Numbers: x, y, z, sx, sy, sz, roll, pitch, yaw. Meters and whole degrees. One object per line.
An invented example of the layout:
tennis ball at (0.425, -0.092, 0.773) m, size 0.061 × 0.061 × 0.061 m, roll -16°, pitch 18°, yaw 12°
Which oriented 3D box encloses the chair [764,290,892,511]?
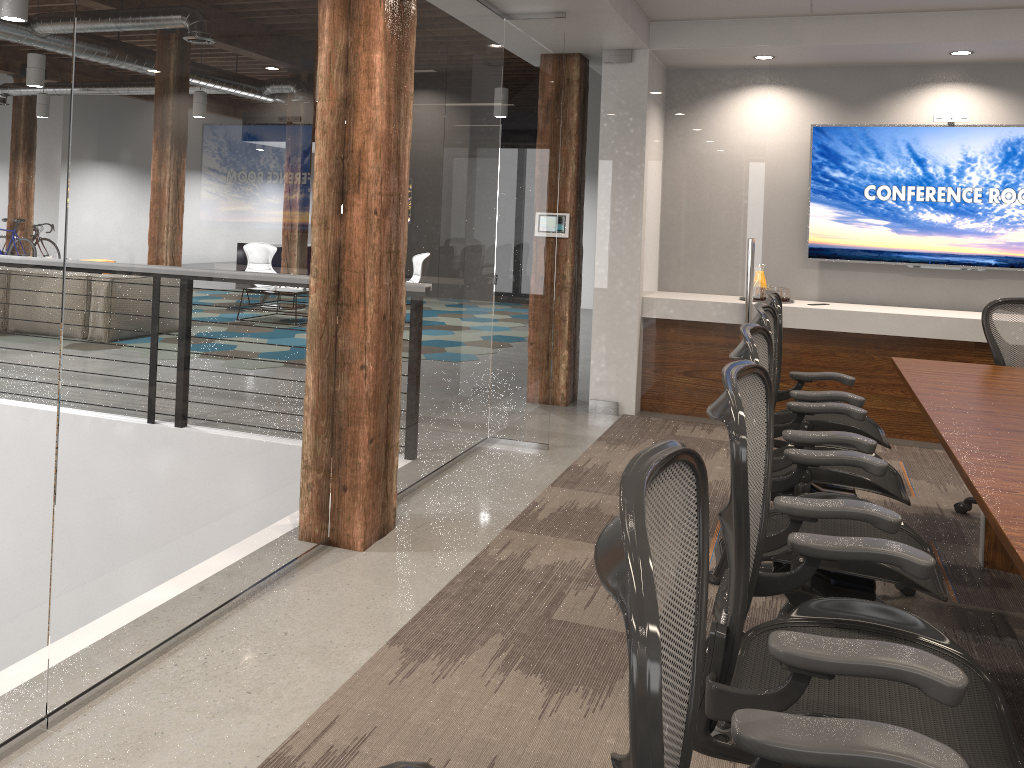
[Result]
chair at (1.451, 0.136, 3.969) m, size 0.765 × 1.084 × 0.805 m, roll 4°, pitch 4°, yaw 25°

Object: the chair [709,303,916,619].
chair at (1.158, 0.258, 3.256) m, size 0.792 × 1.084 × 0.777 m, roll 2°, pitch 3°, yaw 2°

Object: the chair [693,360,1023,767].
chair at (0.667, 0.528, 1.716) m, size 0.793 × 1.084 × 0.777 m, roll 3°, pitch 3°, yaw 4°

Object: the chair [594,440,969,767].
chair at (0.405, 0.664, 0.934) m, size 0.762 × 1.084 × 0.809 m, roll 3°, pitch 4°, yaw 8°

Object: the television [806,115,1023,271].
television at (3.131, -1.372, 6.237) m, size 1.915 × 1.103 × 0.065 m, roll 5°, pitch 1°, yaw 19°

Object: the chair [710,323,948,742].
chair at (0.937, 0.401, 2.451) m, size 0.762 × 1.084 × 0.808 m, roll 3°, pitch 4°, yaw 11°

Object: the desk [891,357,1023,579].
desk at (1.570, 0.807, 1.284) m, size 1.408 × 0.745 × 6.115 m, roll 5°, pitch 11°, yaw 18°

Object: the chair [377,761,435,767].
chair at (0.067, 0.785, 0.221) m, size 0.792 × 1.084 × 0.777 m, roll 2°, pitch 3°, yaw 0°

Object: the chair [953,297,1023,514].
chair at (2.592, 0.159, 4.090) m, size 0.770 × 1.084 × 0.800 m, roll 2°, pitch 4°, yaw 2°
